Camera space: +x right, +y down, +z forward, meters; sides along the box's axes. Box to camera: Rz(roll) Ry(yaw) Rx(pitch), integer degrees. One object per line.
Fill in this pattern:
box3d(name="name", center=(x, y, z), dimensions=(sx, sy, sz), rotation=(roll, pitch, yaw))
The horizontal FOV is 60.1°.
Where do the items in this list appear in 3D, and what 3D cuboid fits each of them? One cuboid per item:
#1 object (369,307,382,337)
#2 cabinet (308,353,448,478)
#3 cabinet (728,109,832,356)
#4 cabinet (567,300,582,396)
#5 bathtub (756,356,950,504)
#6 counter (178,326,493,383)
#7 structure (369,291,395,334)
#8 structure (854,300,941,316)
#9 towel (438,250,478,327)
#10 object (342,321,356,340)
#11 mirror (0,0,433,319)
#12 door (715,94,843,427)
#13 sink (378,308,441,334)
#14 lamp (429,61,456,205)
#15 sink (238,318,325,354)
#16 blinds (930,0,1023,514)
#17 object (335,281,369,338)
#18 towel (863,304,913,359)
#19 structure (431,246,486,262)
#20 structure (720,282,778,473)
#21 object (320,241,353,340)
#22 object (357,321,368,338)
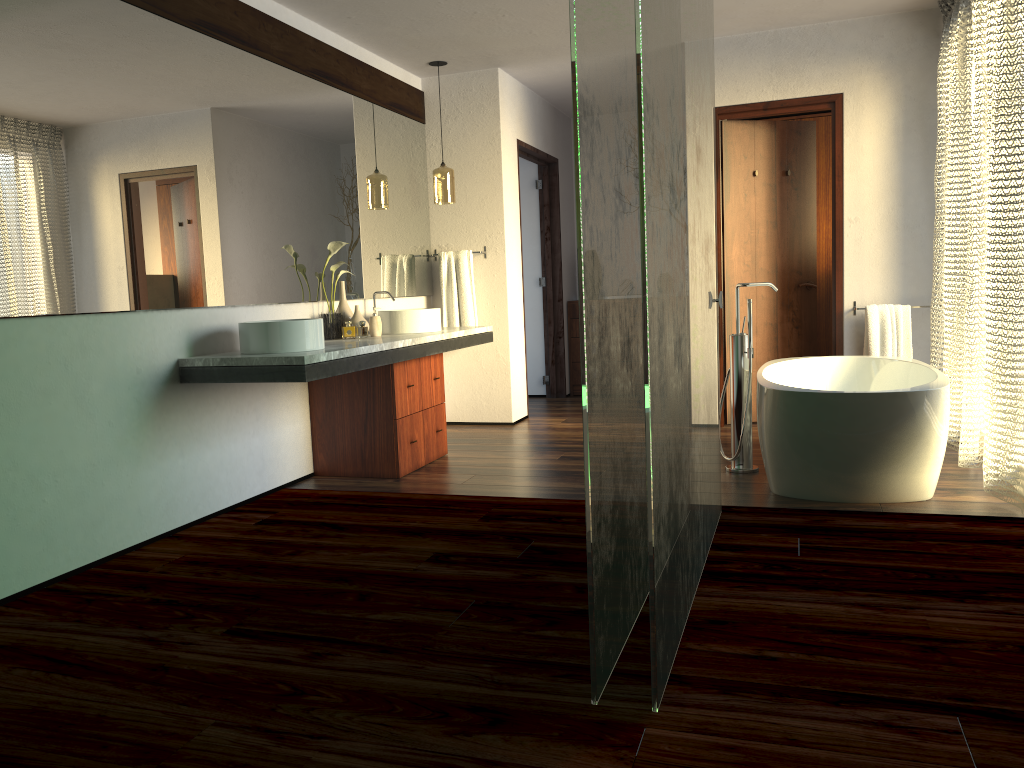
box3d(name="object", center=(-0.732, -0.333, 4.737), dimensions=(0.071, 0.158, 0.070), rotation=(-2, 6, 2))
box3d(name="cabinet", center=(-0.698, 0.140, 4.784), dimensions=(0.520, 0.599, 0.649), rotation=(0, 6, 19))
box3d(name="cabinet", center=(2.393, -1.080, 6.573), dimensions=(1.507, 2.363, 0.353), rotation=(0, 6, 20))
box3d(name="cabinet", center=(1.079, -0.319, 7.412), dimensions=(1.157, 0.800, 0.396), rotation=(0, 6, 20))
box3d(name="bathtub", center=(1.518, 0.181, 4.035), dimensions=(0.777, 0.485, 1.596), rotation=(-1, 6, 18))
box3d(name="counter", center=(-0.736, -0.182, 4.549), dimensions=(0.596, 0.101, 2.224), rotation=(-1, 6, 18))
box3d(name="structure", center=(-0.753, -0.412, 5.091), dimensions=(0.167, 0.242, 0.065), rotation=(0, 6, 23))
box3d(name="structure", center=(2.204, -0.439, 5.064), dimensions=(0.460, 0.088, 0.101), rotation=(0, 6, 20))
box3d(name="towel", center=(-0.359, -0.571, 5.917), dimensions=(0.264, 0.636, 0.157), rotation=(2, 7, 37))
box3d(name="object", center=(-0.846, -0.277, 4.582), dimensions=(0.065, 0.092, 0.039), rotation=(-5, 6, -20))
box3d(name="mirror", center=(-1.180, -0.949, 4.136), dimensions=(0.017, 1.152, 4.016), rotation=(0, 6, 18))
box3d(name="door", center=(1.657, -0.724, 5.528), dimensions=(0.742, 1.947, 0.457), rotation=(0, 6, 19))
box3d(name="sink", center=(-0.585, -0.361, 5.066), dimensions=(0.356, 0.130, 0.358), rotation=(-3, 6, -3))
box3d(name="lamp", center=(-0.447, -1.587, 5.620), dimensions=(0.136, 0.867, 0.142), rotation=(-6, 7, -28))
box3d(name="sink", center=(-0.989, -0.208, 3.808), dimensions=(0.363, 0.130, 0.351), rotation=(0, 7, 22))
box3d(name="blinds", center=(2.095, -0.792, 3.995), dimensions=(0.184, 2.336, 2.093), rotation=(0, 6, 18))
box3d(name="object", center=(-0.862, -0.397, 4.714), dimensions=(0.117, 0.305, 0.246), rotation=(-8, 8, -44))
box3d(name="towel", center=(2.158, -0.140, 5.085), dimensions=(0.261, 0.637, 0.154), rotation=(-2, 6, 2))
box3d(name="structure", center=(-0.363, -0.875, 5.947), dimensions=(0.375, 0.088, 0.101), rotation=(0, 6, 20))
box3d(name="structure", center=(1.092, -0.034, 4.257), dimensions=(0.239, 0.897, 0.282), rotation=(-6, 7, -31))
box3d(name="object", center=(-0.920, -0.487, 4.642), dimensions=(0.188, 0.504, 0.244), rotation=(-3, 6, -3))
box3d(name="object", center=(-0.776, -0.284, 4.602), dimensions=(0.039, 0.090, 0.056), rotation=(1, 7, 29))
